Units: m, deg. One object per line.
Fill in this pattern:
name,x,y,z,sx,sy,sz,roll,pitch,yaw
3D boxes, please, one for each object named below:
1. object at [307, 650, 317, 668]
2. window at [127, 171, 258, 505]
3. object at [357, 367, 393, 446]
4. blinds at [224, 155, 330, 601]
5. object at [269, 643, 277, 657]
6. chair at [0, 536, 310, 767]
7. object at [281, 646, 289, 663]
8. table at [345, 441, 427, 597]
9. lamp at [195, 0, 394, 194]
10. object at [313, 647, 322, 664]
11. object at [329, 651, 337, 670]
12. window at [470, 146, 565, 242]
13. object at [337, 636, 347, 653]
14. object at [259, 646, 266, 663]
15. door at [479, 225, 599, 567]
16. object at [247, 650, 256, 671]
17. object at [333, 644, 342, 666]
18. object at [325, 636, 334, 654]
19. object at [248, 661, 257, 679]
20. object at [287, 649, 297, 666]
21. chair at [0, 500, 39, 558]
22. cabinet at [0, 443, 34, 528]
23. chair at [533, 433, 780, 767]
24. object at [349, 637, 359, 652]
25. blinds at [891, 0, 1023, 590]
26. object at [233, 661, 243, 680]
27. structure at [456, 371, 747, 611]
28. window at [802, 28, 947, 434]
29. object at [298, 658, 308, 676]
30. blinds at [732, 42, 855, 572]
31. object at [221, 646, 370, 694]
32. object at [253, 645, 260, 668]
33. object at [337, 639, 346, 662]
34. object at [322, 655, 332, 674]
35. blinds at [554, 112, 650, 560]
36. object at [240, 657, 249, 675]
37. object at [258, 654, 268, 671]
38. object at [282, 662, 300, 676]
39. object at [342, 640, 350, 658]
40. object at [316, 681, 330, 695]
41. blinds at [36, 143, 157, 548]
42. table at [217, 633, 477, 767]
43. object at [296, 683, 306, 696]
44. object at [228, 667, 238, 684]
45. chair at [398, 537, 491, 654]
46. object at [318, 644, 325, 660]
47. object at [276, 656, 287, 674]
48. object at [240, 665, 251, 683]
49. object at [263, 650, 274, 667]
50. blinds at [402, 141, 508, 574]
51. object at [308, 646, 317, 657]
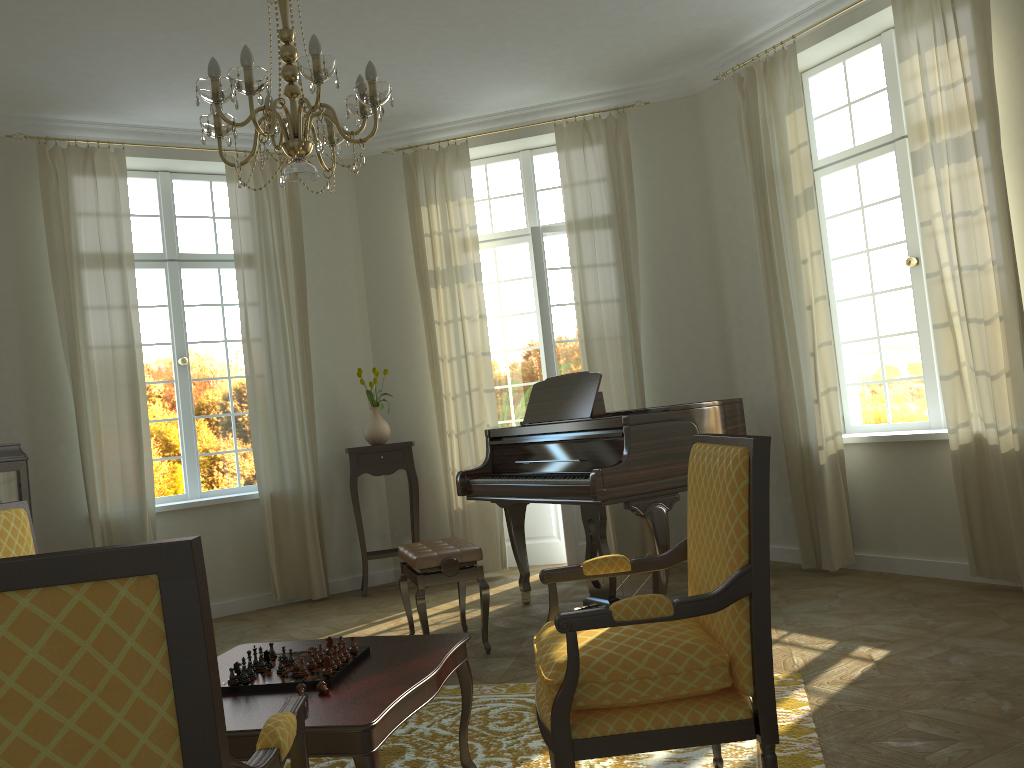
object,-0.618,0.844,2.727,0.030,0.050,0.030,-5,-3,-29
window,-2.549,-0.379,6.794,1.400,2.550,0.181,-5,-3,-31
object,-1.068,0.173,6.912,0.242,0.609,0.264,-8,-3,38
blinds,-1.750,-0.052,6.727,0.552,3.381,0.159,-5,-3,-28
object,-0.789,0.873,2.913,0.030,0.044,0.030,-5,-3,-29
chair,-0.729,0.798,1.484,0.730,1.083,0.671,-6,-2,-5
object,-0.724,0.859,2.820,0.030,0.050,0.030,-5,-3,-29
table,-0.972,1.028,6.880,0.522,1.114,0.344,-6,-2,-11
lamp,-0.835,-1.457,3.207,0.661,1.466,0.662,-5,-2,-17
object,-0.611,0.845,2.764,0.030,0.050,0.030,-5,-3,-29
object,-0.545,0.831,2.673,0.030,0.055,0.030,-5,-3,-29
window,0.148,-1.582,7.306,1.380,0.680,0.055,-7,-2,14
object,-0.553,0.843,2.877,0.030,0.050,0.030,-5,-3,-29
object,-0.802,0.865,2.834,0.030,0.055,0.030,-5,-3,-29
door,0.288,0.109,7.058,1.385,2.690,0.425,-7,-2,14
object,-0.814,0.859,2.755,0.030,0.064,0.030,-5,-3,-29
object,-0.539,0.828,2.713,0.030,0.064,0.030,-5,-3,-29
object,-0.593,0.846,2.883,0.030,0.052,0.030,-5,-3,-29
object,-0.787,0.860,2.670,0.030,0.050,0.030,-5,-3,-29
object,-0.691,0.854,2.775,0.030,0.050,0.030,-5,-3,-29
chair,-1.815,0.974,2.927,0.680,1.083,1.389,-7,-2,13
cabinet,-3.164,1.064,5.109,0.542,1.386,0.733,-7,-2,13
chair,0.383,0.722,2.580,0.671,1.083,0.730,-6,-2,-2
object,-0.514,0.841,2.871,0.030,0.044,0.030,-5,-3,-29
blinds,2.507,-0.592,4.778,0.159,3.381,0.552,-5,-3,-28
object,-0.826,0.863,2.676,0.030,0.052,0.030,-5,-3,-29
structure,0.828,0.618,5.510,1.856,1.439,1.514,-5,-3,-31
window,2.509,-0.977,5.563,0.181,2.550,1.400,-5,-3,-31
object,-0.626,0.841,2.645,0.030,0.050,0.030,-5,-3,-29
blinds,1.825,-0.478,5.812,0.162,3.384,0.554,-5,-3,-26
object,-0.669,0.885,2.752,0.360,0.021,0.360,-7,-2,9
object,-0.809,0.857,2.794,0.030,0.069,0.030,-5,-3,-29
object,-0.533,0.826,2.753,0.030,0.069,0.030,-5,-3,-29
object,-0.551,0.832,2.634,0.030,0.052,0.030,-5,-3,-29
blinds,0.765,-0.330,6.611,0.554,3.386,0.162,-7,-2,8
object,-0.820,0.863,2.715,0.030,0.055,0.030,-5,-3,-29
object,-0.774,0.862,2.749,0.030,0.050,0.030,-5,-3,-29
object,-0.667,0.856,2.665,0.052,0.030,0.030,-5,-3,-30
object,-0.527,0.834,2.792,0.030,0.055,0.030,-5,-3,-29
object,-0.528,0.855,2.494,0.030,0.030,0.047,-4,-3,-39
blinds,-2.782,0.030,6.038,0.554,3.385,0.162,-5,-3,-26
table,-0.642,1.139,2.702,0.922,0.494,0.932,-7,-2,15
object,-0.591,0.861,2.492,0.030,0.030,0.052,-5,-2,-20
object,-0.832,0.866,2.636,0.030,0.044,0.030,-5,-3,-29
chair,-0.377,1.163,4.854,0.385,0.563,0.638,-5,-2,-16
object,-0.604,0.845,2.801,0.030,0.050,0.030,-5,-3,-29
object,-0.703,0.852,2.697,0.030,0.050,0.030,-5,-3,-29
object,-0.793,0.859,2.630,0.030,0.050,0.030,-5,-3,-29
object,-0.767,0.861,2.788,0.030,0.052,0.030,-8,-3,31
blinds,-0.423,-0.184,6.951,0.552,3.386,0.159,-7,-2,11
object,-0.636,0.860,2.843,0.030,0.030,0.052,-5,-3,-25
